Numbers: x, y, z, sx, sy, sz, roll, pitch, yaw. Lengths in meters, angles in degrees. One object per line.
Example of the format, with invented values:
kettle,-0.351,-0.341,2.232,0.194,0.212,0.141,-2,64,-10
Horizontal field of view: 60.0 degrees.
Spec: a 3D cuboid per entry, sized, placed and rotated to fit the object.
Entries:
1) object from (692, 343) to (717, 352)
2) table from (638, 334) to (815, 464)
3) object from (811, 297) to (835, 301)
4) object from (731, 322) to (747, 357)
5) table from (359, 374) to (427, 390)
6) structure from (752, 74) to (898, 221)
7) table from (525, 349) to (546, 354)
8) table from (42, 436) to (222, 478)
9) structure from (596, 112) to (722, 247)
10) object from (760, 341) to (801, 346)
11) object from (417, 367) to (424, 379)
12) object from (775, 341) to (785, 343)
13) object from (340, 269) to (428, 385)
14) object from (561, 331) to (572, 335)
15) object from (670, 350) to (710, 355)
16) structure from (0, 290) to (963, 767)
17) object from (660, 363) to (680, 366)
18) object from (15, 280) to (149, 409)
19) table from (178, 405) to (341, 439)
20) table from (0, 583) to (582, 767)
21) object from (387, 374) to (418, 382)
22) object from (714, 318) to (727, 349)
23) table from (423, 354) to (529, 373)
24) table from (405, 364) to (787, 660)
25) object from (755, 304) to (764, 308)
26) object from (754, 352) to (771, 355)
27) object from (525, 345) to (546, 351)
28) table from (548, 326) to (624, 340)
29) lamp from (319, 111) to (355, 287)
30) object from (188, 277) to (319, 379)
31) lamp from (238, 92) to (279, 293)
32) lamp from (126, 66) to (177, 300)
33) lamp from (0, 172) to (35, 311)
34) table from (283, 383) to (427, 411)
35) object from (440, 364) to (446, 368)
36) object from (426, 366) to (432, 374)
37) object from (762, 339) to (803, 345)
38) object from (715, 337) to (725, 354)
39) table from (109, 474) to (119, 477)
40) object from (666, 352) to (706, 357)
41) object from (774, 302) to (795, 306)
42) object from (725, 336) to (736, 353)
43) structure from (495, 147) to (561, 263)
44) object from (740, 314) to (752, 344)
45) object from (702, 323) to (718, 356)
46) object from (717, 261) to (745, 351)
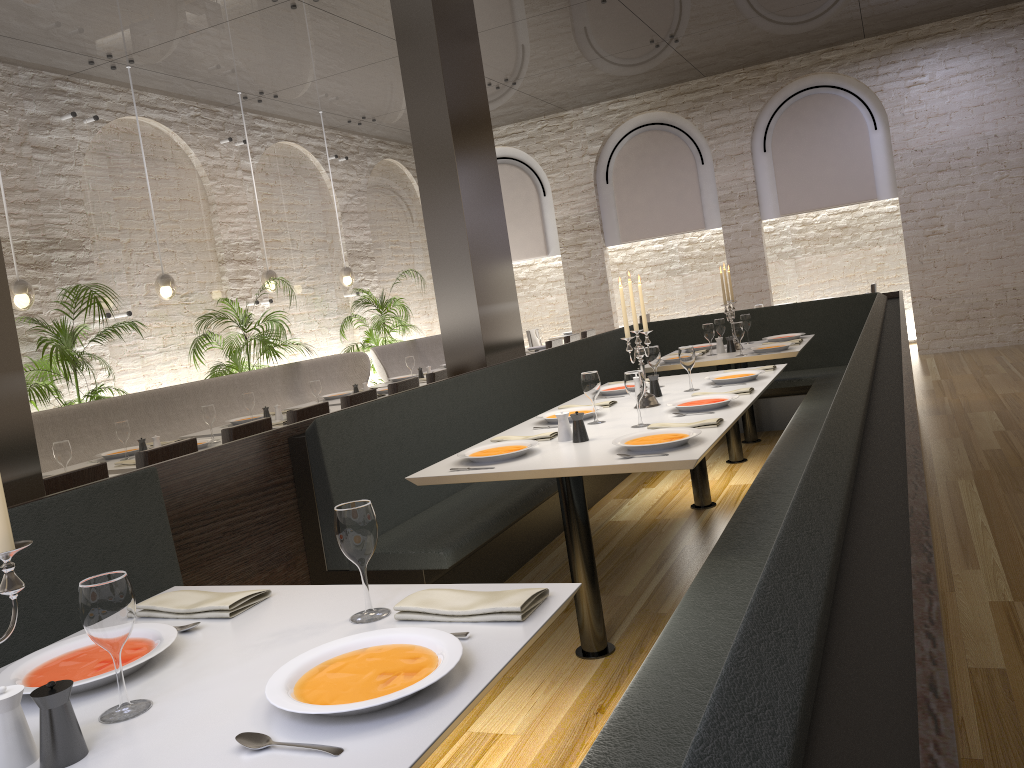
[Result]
object,1.500,-0.286,7.018,0.321,0.036,0.323,-7,5,20
table,1.672,0.128,6.575,1.098,0.758,1.193,-7,5,24
object,4.193,-1.131,11.921,0.322,0.036,0.321,-12,6,-31
object,1.550,-0.306,6.046,0.087,0.230,0.086,-10,3,-30
table,-0.765,0.308,8.620,0.934,0.758,1.015,-7,5,24
structure,3.842,-3.018,11.083,1.630,1.671,0.098,-7,3,24
table,0.125,-0.009,10.666,0.934,0.758,1.015,-7,5,24
table,-2.134,0.797,5.472,0.934,0.758,1.015,-7,5,24
structure,1.921,-2.809,11.946,1.630,1.671,0.098,-7,3,24
object,1.913,-0.278,6.320,0.272,0.033,0.143,-6,5,24
object,-0.882,-0.108,8.548,0.059,0.109,0.059,-10,4,-30
object,2.000,-0.315,6.596,0.181,0.015,0.038,-6,5,26
object,-1.509,-0.383,10.830,1.144,1.971,1.191,-8,3,5
object,0.897,-0.772,13.404,0.322,0.036,0.321,-12,6,-31
object,1.353,-0.233,6.747,0.272,0.033,0.143,-6,5,24
structure,0.034,0.592,2.793,2.367,0.998,10.795,-6,6,24
object,1.116,-0.140,6.153,0.185,0.010,0.017,-6,5,24
object,-3.296,0.252,6.754,1.192,1.971,1.143,-11,4,-35
table,-1.673,0.632,6.531,0.934,0.758,1.015,-7,5,24
table,-0.803,1.012,0.882,1.098,0.758,2.550,-7,5,24
object,-1.070,-0.055,8.711,0.323,0.036,0.321,-11,6,-28
object,1.612,-0.386,6.827,0.087,0.230,0.086,-10,3,-30
table,-0.327,0.152,9.626,0.934,0.758,1.015,-7,5,24
table,0.658,0.490,4.243,1.098,0.758,2.550,-7,5,24
object,2.348,-0.636,8.376,0.086,0.230,0.086,-11,4,-36
object,1.704,-0.209,5.914,0.181,0.015,0.038,-6,5,26
object,0.306,-0.425,10.537,0.323,0.036,0.321,-11,6,-28
table,1.202,-0.409,13.313,0.934,0.758,1.015,-7,5,24
lamp,-2.055,-2.136,10.275,0.177,2.037,0.178,-8,3,3
object,-2.500,-0.033,8.589,1.148,1.971,1.187,-10,4,-25
lamp,-2.605,-1.939,9.009,0.177,2.037,0.178,-8,3,3
lamp,-3.166,-1.739,7.717,0.177,2.037,0.178,-8,3,9
lamp,-3.723,-1.540,6.438,0.177,2.037,0.178,-6,4,45
table,-1.208,0.467,7.599,0.934,0.758,1.015,-7,5,24
object,-0.633,-0.211,9.718,0.323,0.036,0.321,-11,6,-28
object,-0.800,-0.121,8.561,0.059,0.109,0.059,-10,4,-30
object,1.974,-0.300,6.461,0.272,0.033,0.143,-6,5,24
object,1.523,-0.285,6.488,0.069,0.126,0.069,-10,4,-24
table,-2.595,0.962,4.410,0.934,0.758,1.015,-7,5,24
object,1.292,-0.211,6.606,0.272,0.033,0.143,-6,5,24
object,3.707,-1.078,12.142,0.322,0.036,0.321,-12,6,-31
object,1.586,-0.289,6.433,0.069,0.126,0.069,-10,4,-24
structure,-0.127,-2.586,12.866,1.630,1.671,0.098,-7,3,24
object,1.838,-0.429,6.930,0.086,0.230,0.086,-9,3,-6
object,1.432,-0.322,6.412,0.087,0.230,0.086,-10,3,-30
object,1.605,-0.576,6.538,0.131,0.655,0.392,-7,4,35
